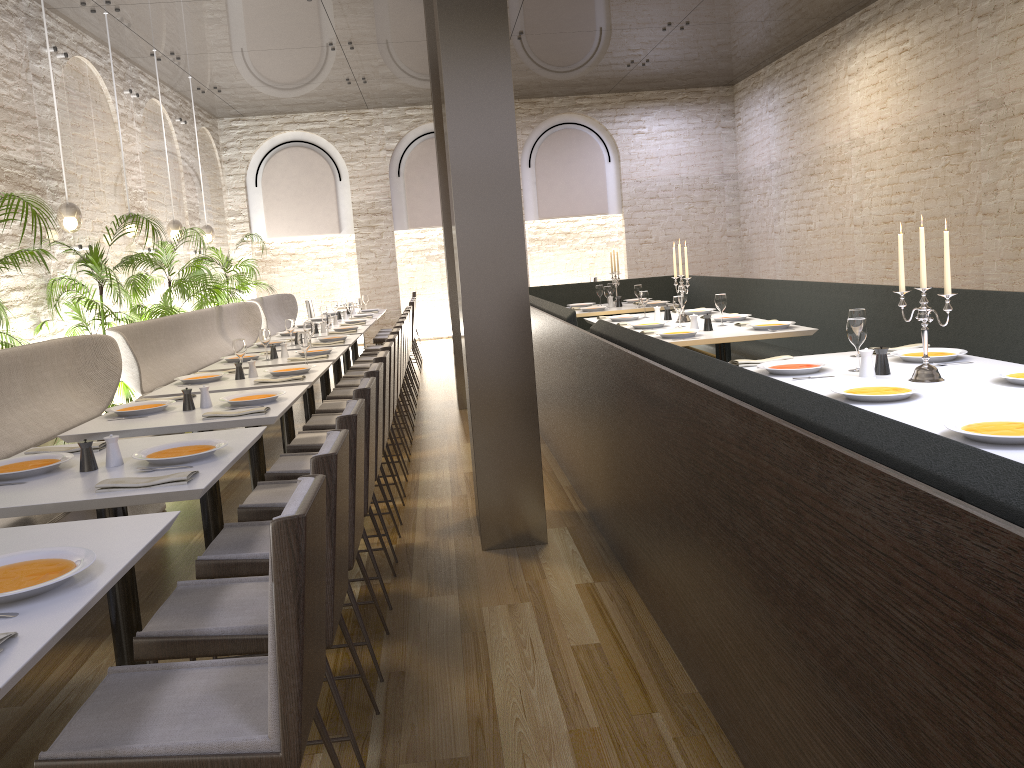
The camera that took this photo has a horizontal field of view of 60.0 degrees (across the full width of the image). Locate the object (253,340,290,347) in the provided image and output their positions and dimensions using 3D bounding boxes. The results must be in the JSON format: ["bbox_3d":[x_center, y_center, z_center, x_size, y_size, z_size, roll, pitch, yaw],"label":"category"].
[{"bbox_3d":[-2.110,-0.349,7.756,0.322,0.036,0.322,-8,9,-26],"label":"object"}]

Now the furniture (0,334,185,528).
[{"bbox_3d":[-2.205,0.493,3.555,0.709,1.092,4.496,-5,8,-4],"label":"furniture"}]

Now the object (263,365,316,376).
[{"bbox_3d":[-1.373,-0.080,5.490,0.321,0.036,0.323,0,9,30],"label":"object"}]

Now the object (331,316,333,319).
[{"bbox_3d":[-2.416,-0.853,11.461,0.273,0.033,0.143,-5,8,-4],"label":"object"}]

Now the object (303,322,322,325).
[{"bbox_3d":[-2.320,-0.702,10.367,0.273,0.033,0.143,-5,8,-4],"label":"object"}]

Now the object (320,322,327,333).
[{"bbox_3d":[-1.900,-0.572,8.916,0.059,0.109,0.059,-6,7,-13],"label":"object"}]

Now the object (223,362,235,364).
[{"bbox_3d":[-1.996,-0.155,6.422,0.185,0.010,0.017,-5,8,-4],"label":"object"}]

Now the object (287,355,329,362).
[{"bbox_3d":[-1.444,-0.182,6.288,0.273,0.033,0.143,-5,8,-4],"label":"object"}]

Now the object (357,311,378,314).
[{"bbox_3d":[-1.939,-0.958,11.935,0.273,0.033,0.143,-5,8,-4],"label":"object"}]

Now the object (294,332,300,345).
[{"bbox_3d":[-1.864,-0.400,7.704,0.059,0.109,0.059,-6,7,-13],"label":"object"}]

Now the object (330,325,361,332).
[{"bbox_3d":[-1.677,-0.556,8.957,0.322,0.036,0.322,-8,9,-26],"label":"object"}]

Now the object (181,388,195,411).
[{"bbox_3d":[-1.564,0.071,4.274,0.059,0.109,0.059,-6,7,-13],"label":"object"}]

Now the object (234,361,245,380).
[{"bbox_3d":[-1.662,-0.083,5.398,0.059,0.109,0.060,-4,6,4],"label":"object"}]

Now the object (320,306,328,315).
[{"bbox_3d":[-2.089,-0.754,9.857,0.086,0.230,0.086,-2,7,25],"label":"object"}]

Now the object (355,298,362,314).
[{"bbox_3d":[-1.971,-0.988,11.415,0.086,0.230,0.086,-2,7,25],"label":"object"}]

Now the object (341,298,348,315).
[{"bbox_3d":[-2.283,-1.057,12.064,0.086,0.230,0.086,-2,7,25],"label":"object"}]

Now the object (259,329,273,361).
[{"bbox_3d":[-1.790,-0.285,6.443,0.086,0.230,0.087,1,8,43],"label":"object"}]

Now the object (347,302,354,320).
[{"bbox_3d":[-1.876,-0.838,10.327,0.086,0.230,0.086,-2,7,25],"label":"object"}]

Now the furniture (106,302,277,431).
[{"bbox_3d":[-2.608,-0.139,8.157,0.709,1.092,4.496,-5,8,-4],"label":"furniture"}]

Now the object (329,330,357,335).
[{"bbox_3d":[-1.647,-0.500,8.601,0.273,0.033,0.143,-5,8,-4],"label":"object"}]

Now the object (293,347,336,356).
[{"bbox_3d":[-1.475,-0.238,6.644,0.322,0.036,0.322,-8,9,-22],"label":"object"}]

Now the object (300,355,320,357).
[{"bbox_3d":[-1.463,-0.205,6.463,0.181,0.015,0.038,-5,8,-3],"label":"object"}]

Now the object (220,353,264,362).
[{"bbox_3d":[-2.009,-0.191,6.604,0.322,0.036,0.322,-8,9,-22],"label":"object"}]

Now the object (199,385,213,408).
[{"bbox_3d":[-1.498,0.059,4.325,0.059,0.109,0.059,-6,7,-13],"label":"object"}]

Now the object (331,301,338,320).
[{"bbox_3d":[-2.185,-0.903,10.945,0.086,0.230,0.086,-2,7,25],"label":"object"}]

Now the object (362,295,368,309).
[{"bbox_3d":[-2.069,-1.141,12.533,0.086,0.230,0.086,-2,7,25],"label":"object"}]

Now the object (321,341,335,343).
[{"bbox_3d":[-1.564,-0.364,7.615,0.181,0.015,0.038,-5,8,-3],"label":"object"}]

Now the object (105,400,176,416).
[{"bbox_3d":[-1.809,0.122,4.326,0.322,0.036,0.322,-8,9,-26],"label":"object"}]

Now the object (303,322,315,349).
[{"bbox_3d":[-1.576,-0.369,6.913,0.086,0.230,0.086,-4,6,2],"label":"object"}]

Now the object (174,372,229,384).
[{"bbox_3d":[-1.907,-0.032,5.450,0.321,0.036,0.323,0,9,30],"label":"object"}]

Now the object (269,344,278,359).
[{"bbox_3d":[-1.763,-0.242,6.552,0.059,0.109,0.059,-6,7,-13],"label":"object"}]

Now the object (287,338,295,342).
[{"bbox_3d":[-2.121,-0.390,8.097,0.273,0.033,0.143,-5,8,-4],"label":"object"}]

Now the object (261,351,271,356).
[{"bbox_3d":[-2.020,-0.232,6.945,0.273,0.033,0.143,-5,8,-4],"label":"object"}]

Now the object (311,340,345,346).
[{"bbox_3d":[-1.545,-0.340,7.440,0.273,0.033,0.143,-5,8,-4],"label":"object"}]

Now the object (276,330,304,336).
[{"bbox_3d":[-2.211,-0.509,8.917,0.322,0.036,0.322,-8,9,-26],"label":"object"}]

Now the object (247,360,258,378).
[{"bbox_3d":[-1.596,-0.096,5.448,0.059,0.109,0.060,-4,6,4],"label":"object"}]

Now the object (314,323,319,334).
[{"bbox_3d":[-1.966,-0.560,8.865,0.059,0.109,0.059,-6,7,-13],"label":"object"}]

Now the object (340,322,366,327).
[{"bbox_3d":[-1.744,-0.653,9.710,0.273,0.033,0.143,-5,8,-4],"label":"object"}]

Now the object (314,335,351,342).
[{"bbox_3d":[-1.576,-0.397,7.796,0.322,0.036,0.322,-8,9,-26],"label":"object"}]

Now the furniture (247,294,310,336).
[{"bbox_3d":[-2.927,-0.640,11.803,0.707,1.092,2.596,-5,8,-4],"label":"furniture"}]

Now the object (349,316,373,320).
[{"bbox_3d":[-1.840,-0.803,10.805,0.273,0.033,0.143,-5,8,-4],"label":"object"}]

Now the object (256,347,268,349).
[{"bbox_3d":[-2.097,-0.313,7.574,0.185,0.010,0.017,-5,8,-4],"label":"object"}]

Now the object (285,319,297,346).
[{"bbox_3d":[-1.889,-0.439,7.570,0.086,0.230,0.086,0,8,37],"label":"object"}]

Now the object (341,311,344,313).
[{"bbox_3d":[-2.515,-1.008,12.592,0.273,0.033,0.143,-5,8,-4],"label":"object"}]

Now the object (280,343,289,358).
[{"bbox_3d":[-1.697,-0.254,6.602,0.059,0.109,0.059,-6,7,-13],"label":"object"}]

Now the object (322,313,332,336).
[{"bbox_3d":[-1.675,-0.524,8.040,0.086,0.230,0.086,0,8,37],"label":"object"}]
